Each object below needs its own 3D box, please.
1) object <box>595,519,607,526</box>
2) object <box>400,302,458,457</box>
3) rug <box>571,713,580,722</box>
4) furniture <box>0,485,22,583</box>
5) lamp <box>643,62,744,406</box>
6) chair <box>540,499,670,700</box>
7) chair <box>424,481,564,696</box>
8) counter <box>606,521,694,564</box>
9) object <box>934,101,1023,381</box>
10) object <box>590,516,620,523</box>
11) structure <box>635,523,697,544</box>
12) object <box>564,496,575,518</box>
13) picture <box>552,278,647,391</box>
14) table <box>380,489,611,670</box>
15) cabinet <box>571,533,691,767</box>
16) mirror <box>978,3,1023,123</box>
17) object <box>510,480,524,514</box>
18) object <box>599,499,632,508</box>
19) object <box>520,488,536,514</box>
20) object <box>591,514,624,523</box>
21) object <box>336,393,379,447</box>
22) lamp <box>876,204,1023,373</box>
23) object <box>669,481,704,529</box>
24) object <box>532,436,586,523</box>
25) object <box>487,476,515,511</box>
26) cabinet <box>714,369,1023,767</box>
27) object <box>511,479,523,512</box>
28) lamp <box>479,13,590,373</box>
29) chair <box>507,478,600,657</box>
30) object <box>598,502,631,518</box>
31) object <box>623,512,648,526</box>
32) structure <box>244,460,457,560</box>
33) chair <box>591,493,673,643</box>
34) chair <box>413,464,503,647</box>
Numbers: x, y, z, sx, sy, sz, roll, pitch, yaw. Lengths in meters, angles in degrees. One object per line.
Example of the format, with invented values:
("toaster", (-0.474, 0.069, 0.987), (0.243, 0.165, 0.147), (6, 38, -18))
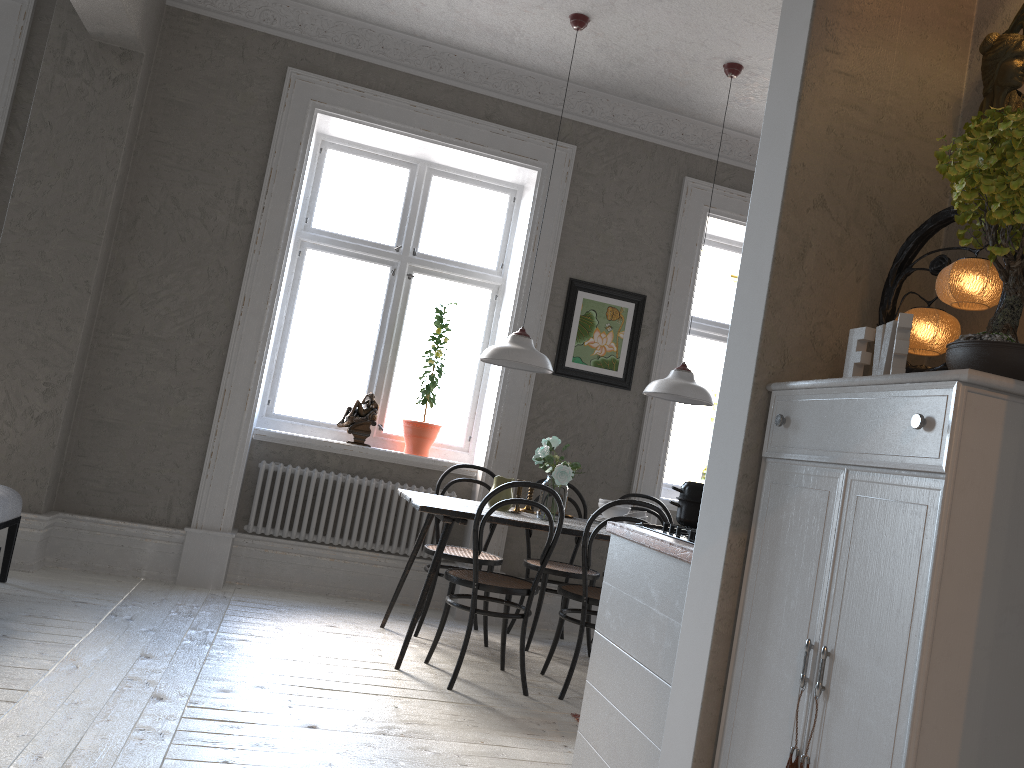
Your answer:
("object", (0.538, 0.755, 4.778), (0.237, 0.027, 0.238), (10, -4, 4))
("object", (-0.507, -0.045, 5.535), (0.265, 0.992, 0.274), (8, -5, 26))
("rug", (0.934, 1.476, 3.491), (1.301, 0.014, 0.728), (11, -5, -14))
("furniture", (-2.680, 0.615, 3.823), (0.836, 0.476, 0.577), (11, -5, -14))
("lamp", (1.044, -0.825, 4.762), (0.381, 1.860, 0.377), (11, -5, -6))
("chair", (0.438, 0.977, 4.118), (0.440, 0.921, 0.546), (11, -5, -6))
("chair", (-0.073, 0.874, 3.979), (0.443, 0.921, 0.542), (12, -5, -16))
("counter", (1.764, 0.830, 4.189), (3.424, 0.039, 3.128), (11, -5, -14))
("object", (0.951, -0.257, 1.673), (0.336, 0.554, 0.301), (9, -5, 20))
("object", (0.539, 0.746, 4.779), (0.232, 0.027, 0.242), (6, -6, 44))
("structure", (0.763, 0.511, 2.833), (0.612, 0.031, 0.491), (11, -5, -14))
("object", (0.288, 0.675, 4.894), (0.142, 0.112, 0.137), (13, -5, -31))
("picture", (0.555, -0.310, 5.556), (0.526, 0.620, 0.020), (11, -5, -15))
("table", (0.337, 1.087, 4.546), (1.939, 0.735, 0.895), (11, -5, -14))
("cabinet", (1.932, 1.245, 3.756), (1.949, 0.855, 4.274), (7, -5, 33))
("mirror", (1.205, -0.716, 1.934), (0.072, 0.594, 0.527), (11, -5, -12))
("object", (0.033, 0.570, 4.489), (0.059, 0.167, 0.059), (10, -5, 0))
("object", (0.550, 0.682, 4.785), (0.182, 0.094, 0.177), (12, -5, -22))
("object", (0.096, 0.595, 4.694), (0.098, 0.172, 0.094), (13, -6, -32))
("object", (0.541, 0.737, 4.780), (0.236, 0.027, 0.239), (9, -4, 9))
("object", (-0.941, 0.204, 5.406), (0.239, 0.330, 0.119), (11, -5, -13))
("lamp", (0.944, -0.120, 1.952), (0.172, 0.558, 0.447), (11, -5, -5))
("object", (0.625, 0.399, 2.878), (0.197, 0.147, 0.186), (13, -5, -34))
("object", (0.213, 0.465, 4.352), (0.254, 0.414, 0.308), (12, -5, -15))
("object", (-0.058, 0.555, 4.521), (0.146, 0.170, 0.138), (7, -6, 38))
("cabinet", (0.728, 0.653, 1.767), (0.387, 1.298, 0.659), (11, -5, -13))
("object", (0.041, 0.579, 4.617), (0.061, 0.172, 0.062), (10, -5, 8))
("lamp", (0.186, -0.996, 4.536), (0.373, 1.860, 0.385), (8, -5, 24))
("chair", (0.267, 1.017, 5.025), (0.443, 0.921, 0.542), (12, -5, -16))
("object", (0.547, 0.702, 4.783), (0.182, 0.094, 0.177), (12, -5, -22))
("object", (0.635, 0.710, 4.584), (0.127, 0.119, 0.125), (10, -5, 2))
("structure", (-0.929, 0.762, 5.290), (1.237, 0.428, 0.147), (11, -5, -16))
("chair", (0.737, 1.109, 5.131), (0.438, 0.921, 0.548), (10, -5, -1))
("chair", (-0.265, 0.910, 4.881), (0.440, 0.921, 0.546), (11, -5, -6))
